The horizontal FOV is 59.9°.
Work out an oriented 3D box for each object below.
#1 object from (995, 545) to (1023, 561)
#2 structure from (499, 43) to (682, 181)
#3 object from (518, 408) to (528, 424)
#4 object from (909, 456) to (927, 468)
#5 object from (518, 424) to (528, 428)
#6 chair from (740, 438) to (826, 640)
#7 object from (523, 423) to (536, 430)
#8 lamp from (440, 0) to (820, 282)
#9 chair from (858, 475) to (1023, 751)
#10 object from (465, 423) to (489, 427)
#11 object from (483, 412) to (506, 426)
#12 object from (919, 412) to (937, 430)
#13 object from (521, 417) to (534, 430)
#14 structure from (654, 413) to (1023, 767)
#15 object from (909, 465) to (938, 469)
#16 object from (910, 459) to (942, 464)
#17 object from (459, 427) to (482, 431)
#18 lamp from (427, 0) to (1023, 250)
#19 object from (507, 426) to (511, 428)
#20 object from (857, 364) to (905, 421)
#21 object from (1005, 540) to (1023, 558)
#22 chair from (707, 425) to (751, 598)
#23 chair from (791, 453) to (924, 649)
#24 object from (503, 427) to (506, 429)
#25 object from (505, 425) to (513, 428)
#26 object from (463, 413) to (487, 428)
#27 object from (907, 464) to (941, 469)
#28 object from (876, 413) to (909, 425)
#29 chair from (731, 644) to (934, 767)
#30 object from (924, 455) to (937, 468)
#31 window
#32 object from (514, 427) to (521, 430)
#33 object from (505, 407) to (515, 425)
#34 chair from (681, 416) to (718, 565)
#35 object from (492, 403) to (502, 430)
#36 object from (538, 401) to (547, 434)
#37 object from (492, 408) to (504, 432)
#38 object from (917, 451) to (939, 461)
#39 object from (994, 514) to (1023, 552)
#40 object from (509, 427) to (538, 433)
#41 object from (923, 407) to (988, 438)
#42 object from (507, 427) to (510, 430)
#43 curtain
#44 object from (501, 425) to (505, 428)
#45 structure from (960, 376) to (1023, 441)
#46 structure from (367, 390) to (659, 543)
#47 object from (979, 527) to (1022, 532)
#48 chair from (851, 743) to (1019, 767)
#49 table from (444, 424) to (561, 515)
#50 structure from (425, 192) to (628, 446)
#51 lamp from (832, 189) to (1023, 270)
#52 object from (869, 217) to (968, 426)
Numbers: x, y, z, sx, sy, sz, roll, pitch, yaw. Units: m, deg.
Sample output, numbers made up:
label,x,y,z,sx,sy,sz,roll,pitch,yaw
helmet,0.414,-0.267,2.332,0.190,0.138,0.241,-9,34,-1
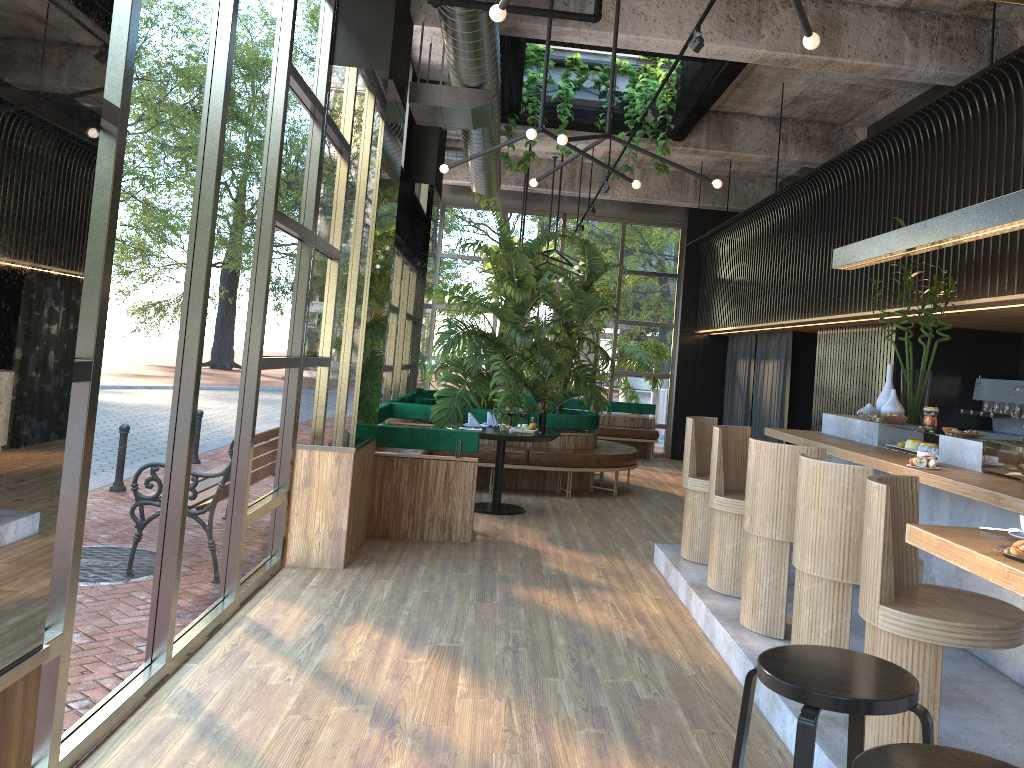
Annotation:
label,x,y,z,sx,sy,sz,roll,pitch,yaw
object,1.333,0.436,2.239,0.198,0.013,0.214,6,2,33
structure,0.980,-2.872,9.504,2.100,1.520,1.457,5,-1,26
object,0.104,0.335,8.626,0.105,0.201,0.100,5,-2,-14
object,2.061,0.391,4.506,0.061,0.059,0.073,5,0,-12
object,0.139,0.404,8.495,0.194,0.038,0.063,5,1,30
chair,1.497,0.793,4.687,0.532,0.972,0.561,4,-2,20
object,0.170,0.397,8.397,0.099,0.064,0.163,4,1,-32
lamp,2.097,-2.062,4.591,5.122,1.825,18.756,4,2,-1
chair,1.498,0.845,3.110,0.522,0.972,0.570,3,-3,44
object,-0.348,0.391,8.627,0.164,0.019,0.244,3,3,-43
object,-0.172,0.347,8.721,0.239,0.139,0.226,4,1,-19
object,2.553,0.224,5.453,0.086,0.107,0.160,4,0,43
object,0.145,0.368,8.306,0.144,0.124,0.097,5,-1,-22
structure,4.085,0.797,3.548,5.888,1.733,7.069,4,2,-3
object,2.095,0.420,4.516,0.117,0.005,0.125,6,2,36
object,2.201,0.417,4.719,0.162,0.020,0.158,4,2,-6
object,-0.354,0.408,8.122,0.257,0.019,0.156,4,2,-4
lamp,1.059,-2.440,8.768,3.822,1.533,9.937,4,2,-4
object,-0.030,0.415,8.457,0.033,0.032,0.037,5,0,-5
object,2.565,0.061,6.069,0.330,0.398,0.305,6,-2,-44
object,1.339,0.417,2.233,0.156,0.053,0.160,6,2,41
chair,1.472,0.766,5.431,0.568,0.972,0.525,6,-2,-28
chair,1.503,0.820,3.877,0.571,0.972,0.522,6,-3,-43
object,-0.072,0.419,8.424,0.033,0.019,0.038,5,1,10
object,-0.036,0.414,8.520,0.097,0.028,0.129,5,2,12
object,-0.341,0.345,8.382,0.239,0.139,0.226,4,1,-19
object,2.095,0.423,4.520,0.165,0.005,0.169,5,2,9
object,2.487,0.224,5.814,0.190,0.073,0.230,5,1,17
chair,0.829,1.102,2.326,0.521,0.698,0.506,5,-1,-7
object,2.113,0.394,4.526,0.072,0.060,0.126,5,1,-33
window,0.758,-1.873,4.203,4.170,6.503,20.202,5,1,-1
object,0.063,0.414,8.387,0.102,0.013,0.221,5,2,3
object,-0.027,0.324,8.656,0.105,0.201,0.100,5,-2,-14
chair,1.464,0.739,6.236,0.542,0.972,0.550,4,-2,7
object,-0.139,0.304,8.304,0.095,0.246,0.089,6,-3,-20
object,0.286,0.311,8.281,0.067,0.300,0.069,4,-3,13
object,-0.131,0.329,8.137,0.101,0.210,0.109,3,-2,32
object,2.224,0.390,4.721,0.136,0.064,0.107,4,1,-24
object,1.376,0.404,2.379,0.175,0.073,0.432,5,2,33
object,0.119,0.435,8.395,0.237,0.019,0.356,5,2,8
object,2.521,0.216,5.197,0.210,0.135,0.804,5,2,5
object,-0.030,0.418,8.367,0.032,0.031,0.040,4,0,22
curtain,3.367,0.275,12.474,0.122,2.062,3.248,5,0,-1
object,-0.090,0.412,8.542,0.024,0.025,0.047,4,1,16
structure,4.257,0.737,7.645,0.553,1.598,0.831,5,-2,-2
structure,1.669,0.682,4.189,6.073,1.551,19.957,4,2,-1
object,1.420,0.423,2.580,0.030,0.027,0.131,5,1,-24
chair,0.836,1.124,1.682,0.525,0.698,0.503,5,-1,-12
table,-0.120,0.805,8.345,1.145,0.752,1.053,4,0,-34
structure,0.123,-0.546,10.758,2.495,3.445,2.594,5,-1,-18
lamp,3.906,-1.748,3.794,5.045,2.136,6.646,4,1,-8
object,2.767,-0.353,6.090,0.645,1.554,0.607,3,-3,35
